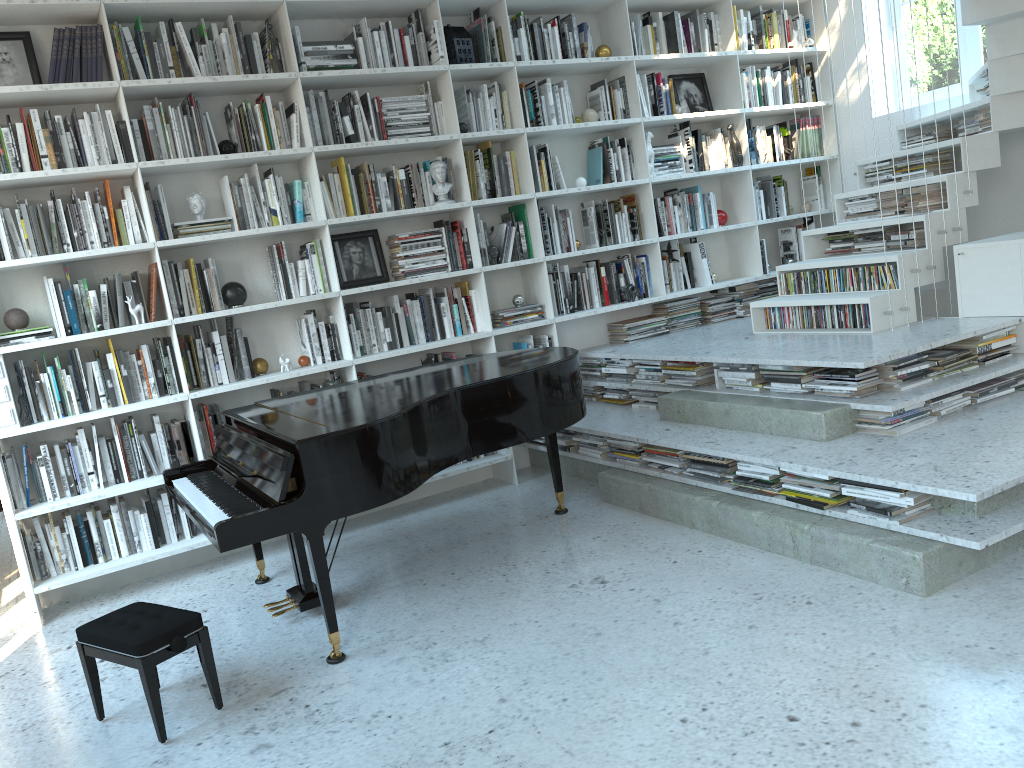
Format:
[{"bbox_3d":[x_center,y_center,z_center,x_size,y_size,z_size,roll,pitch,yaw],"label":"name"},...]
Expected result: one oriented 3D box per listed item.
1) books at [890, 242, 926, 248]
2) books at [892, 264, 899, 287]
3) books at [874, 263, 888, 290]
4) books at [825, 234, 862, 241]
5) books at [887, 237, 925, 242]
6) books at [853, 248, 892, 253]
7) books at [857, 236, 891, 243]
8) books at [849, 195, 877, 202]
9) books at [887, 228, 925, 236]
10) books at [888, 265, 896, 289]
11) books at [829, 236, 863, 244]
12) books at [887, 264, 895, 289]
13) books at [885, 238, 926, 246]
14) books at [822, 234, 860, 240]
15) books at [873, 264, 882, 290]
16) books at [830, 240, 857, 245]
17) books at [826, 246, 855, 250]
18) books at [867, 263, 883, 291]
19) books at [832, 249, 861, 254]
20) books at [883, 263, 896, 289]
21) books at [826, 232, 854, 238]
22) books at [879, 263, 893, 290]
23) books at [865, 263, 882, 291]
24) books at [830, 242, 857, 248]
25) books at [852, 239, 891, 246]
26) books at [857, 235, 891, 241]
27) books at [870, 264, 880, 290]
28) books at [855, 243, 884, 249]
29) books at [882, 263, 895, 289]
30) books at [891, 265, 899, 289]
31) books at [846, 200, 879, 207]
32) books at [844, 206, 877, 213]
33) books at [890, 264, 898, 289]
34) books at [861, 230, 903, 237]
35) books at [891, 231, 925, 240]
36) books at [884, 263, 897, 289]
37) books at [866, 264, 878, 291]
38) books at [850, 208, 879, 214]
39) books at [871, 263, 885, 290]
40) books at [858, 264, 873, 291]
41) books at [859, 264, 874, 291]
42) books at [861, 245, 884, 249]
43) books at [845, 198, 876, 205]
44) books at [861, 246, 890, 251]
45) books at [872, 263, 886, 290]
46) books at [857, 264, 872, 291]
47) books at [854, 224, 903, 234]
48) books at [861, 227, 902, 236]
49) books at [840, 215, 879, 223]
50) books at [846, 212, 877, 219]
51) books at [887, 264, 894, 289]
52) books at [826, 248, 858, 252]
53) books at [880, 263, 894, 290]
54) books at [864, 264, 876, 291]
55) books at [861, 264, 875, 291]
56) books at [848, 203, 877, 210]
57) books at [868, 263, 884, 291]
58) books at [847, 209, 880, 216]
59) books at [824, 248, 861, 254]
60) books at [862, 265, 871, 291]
[{"bbox_3d":[2.174,-0.756,4.781,0.136,0.017,0.288,-10,8,-4],"label":"books"},{"bbox_3d":[1.997,-0.553,4.514,0.125,0.124,0.033,-14,10,-27],"label":"books"},{"bbox_3d":[1.939,-0.561,4.621,0.125,0.125,0.008,-14,10,-27],"label":"books"},{"bbox_3d":[1.990,-0.873,5.248,0.159,0.009,0.208,-14,10,-31],"label":"books"},{"bbox_3d":[2.164,-0.786,4.776,0.161,0.007,0.253,-10,8,-7],"label":"books"},{"bbox_3d":[2.097,-0.770,5.059,0.191,0.004,0.223,-14,10,-31],"label":"books"},{"bbox_3d":[2.104,-0.831,5.058,0.149,0.013,0.219,-13,9,-22],"label":"books"},{"bbox_3d":[2.134,-1.111,5.289,0.157,0.014,0.180,-14,10,-31],"label":"books"},{"bbox_3d":[2.154,-0.823,4.769,0.168,0.014,0.212,-10,8,-7],"label":"books"},{"bbox_3d":[1.986,-0.555,4.536,0.125,0.123,0.035,-14,10,-27],"label":"books"},{"bbox_3d":[1.999,-0.859,5.253,0.140,0.022,0.181,-15,10,-34],"label":"books"},{"bbox_3d":[1.982,-0.555,4.542,0.125,0.123,0.036,-14,10,-27],"label":"books"},{"bbox_3d":[2.151,-0.770,4.776,0.171,0.019,0.239,-10,8,-2],"label":"books"},{"bbox_3d":[1.973,-0.876,5.239,0.198,0.006,0.188,-14,9,-31],"label":"books"},{"bbox_3d":[1.935,-0.561,4.628,0.125,0.125,0.008,-14,10,-27],"label":"books"},{"bbox_3d":[2.008,-0.845,5.259,0.132,0.010,0.198,-13,9,-23],"label":"books"},{"bbox_3d":[1.993,-0.815,5.254,0.158,0.012,0.225,-12,9,-19],"label":"books"},{"bbox_3d":[1.917,-0.563,4.661,0.125,0.125,0.008,-14,10,-27],"label":"books"},{"bbox_3d":[2.023,-0.793,5.271,0.130,0.014,0.188,-14,9,-27],"label":"books"},{"bbox_3d":[1.971,-0.556,4.562,0.125,0.123,0.034,-14,10,-27],"label":"books"},{"bbox_3d":[1.989,-0.889,5.246,0.160,0.012,0.195,-14,9,-30],"label":"books"},{"bbox_3d":[1.960,-0.557,4.584,0.125,0.124,0.034,-14,10,-27],"label":"books"},{"bbox_3d":[1.910,-0.564,4.674,0.125,0.125,0.007,-14,10,-27],"label":"books"},{"bbox_3d":[2.003,-0.831,5.258,0.145,0.015,0.166,-15,10,-32],"label":"books"},{"bbox_3d":[2.095,-0.816,5.054,0.184,0.014,0.225,-14,9,-30],"label":"books"},{"bbox_3d":[2.090,-0.841,5.050,0.189,0.012,0.155,-13,9,-24],"label":"books"},{"bbox_3d":[1.924,-0.562,4.648,0.125,0.125,0.010,-14,10,-27],"label":"books"},{"bbox_3d":[2.098,-0.801,5.057,0.175,0.016,0.207,-15,10,-32],"label":"books"},{"bbox_3d":[1.967,-0.556,4.570,0.125,0.123,0.036,-14,10,-27],"label":"books"},{"bbox_3d":[1.993,-0.554,4.522,0.125,0.123,0.036,-14,10,-27],"label":"books"},{"bbox_3d":[2.143,-1.087,5.296,0.149,0.017,0.239,-14,9,-29],"label":"books"},{"bbox_3d":[2.152,-1.055,5.303,0.145,0.012,0.296,-14,9,-28],"label":"books"},{"bbox_3d":[1.990,-0.554,4.529,0.125,0.123,0.034,-14,10,-27],"label":"books"},{"bbox_3d":[2.115,-0.858,5.063,0.129,0.008,0.185,-14,9,-29],"label":"books"},{"bbox_3d":[2.169,-0.804,4.774,0.141,0.028,0.222,-11,8,-8],"label":"books"},{"bbox_3d":[1.975,-0.556,4.556,0.125,0.123,0.034,-14,10,-27],"label":"books"},{"bbox_3d":[1.914,-0.563,4.667,0.125,0.125,0.008,-14,10,-27],"label":"books"},{"bbox_3d":[2.145,-1.042,5.300,0.160,0.010,0.179,-13,9,-24],"label":"books"},{"bbox_3d":[1.928,-0.562,4.642,0.125,0.125,0.010,-14,10,-27],"label":"books"},{"bbox_3d":[1.891,-0.566,4.710,0.125,0.125,0.008,-14,10,-27],"label":"books"},{"bbox_3d":[1.894,-0.566,4.704,0.125,0.125,0.008,-14,10,-27],"label":"books"},{"bbox_3d":[2.114,-0.793,5.066,0.147,0.008,0.188,-13,9,-23],"label":"books"},{"bbox_3d":[2.127,-1.097,5.286,0.173,0.011,0.203,-14,10,-32],"label":"books"},{"bbox_3d":[2.116,-0.783,5.068,0.137,0.013,0.198,-12,9,-21],"label":"books"},{"bbox_3d":[1.932,-0.562,4.634,0.125,0.125,0.008,-14,10,-27],"label":"books"},{"bbox_3d":[1.887,-0.566,4.717,0.125,0.125,0.007,-14,10,-27],"label":"books"},{"bbox_3d":[2.085,-0.879,5.044,0.177,0.014,0.194,-15,10,-32],"label":"books"},{"bbox_3d":[2.108,-0.869,5.058,0.133,0.017,0.178,-13,9,-23],"label":"books"},{"bbox_3d":[2.141,-0.999,5.300,0.190,0.018,0.287,-14,9,-28],"label":"books"},{"bbox_3d":[2.159,-1.021,5.309,0.136,0.017,0.288,-14,9,-29],"label":"books"},{"bbox_3d":[1.979,-0.555,4.549,0.125,0.123,0.035,-14,10,-27],"label":"books"},{"bbox_3d":[1.998,-0.805,5.257,0.158,0.009,0.216,-15,10,-34],"label":"books"},{"bbox_3d":[1.963,-0.557,4.577,0.125,0.123,0.035,-14,10,-27],"label":"books"},{"bbox_3d":[1.907,-0.564,4.680,0.125,0.125,0.007,-14,10,-27],"label":"books"},{"bbox_3d":[1.899,-0.565,4.696,0.125,0.125,0.010,-14,10,-27],"label":"books"},{"bbox_3d":[2.151,-1.071,5.301,0.143,0.019,0.230,-14,9,-28],"label":"books"},{"bbox_3d":[1.921,-0.563,4.655,0.125,0.125,0.008,-14,10,-27],"label":"books"},{"bbox_3d":[2.155,-1.034,5.306,0.138,0.010,0.254,-14,9,-30],"label":"books"},{"bbox_3d":[1.992,-0.796,5.254,0.188,0.007,0.195,-14,9,-30],"label":"books"},{"bbox_3d":[1.903,-0.565,4.687,0.125,0.125,0.009,-14,10,-27],"label":"books"}]
